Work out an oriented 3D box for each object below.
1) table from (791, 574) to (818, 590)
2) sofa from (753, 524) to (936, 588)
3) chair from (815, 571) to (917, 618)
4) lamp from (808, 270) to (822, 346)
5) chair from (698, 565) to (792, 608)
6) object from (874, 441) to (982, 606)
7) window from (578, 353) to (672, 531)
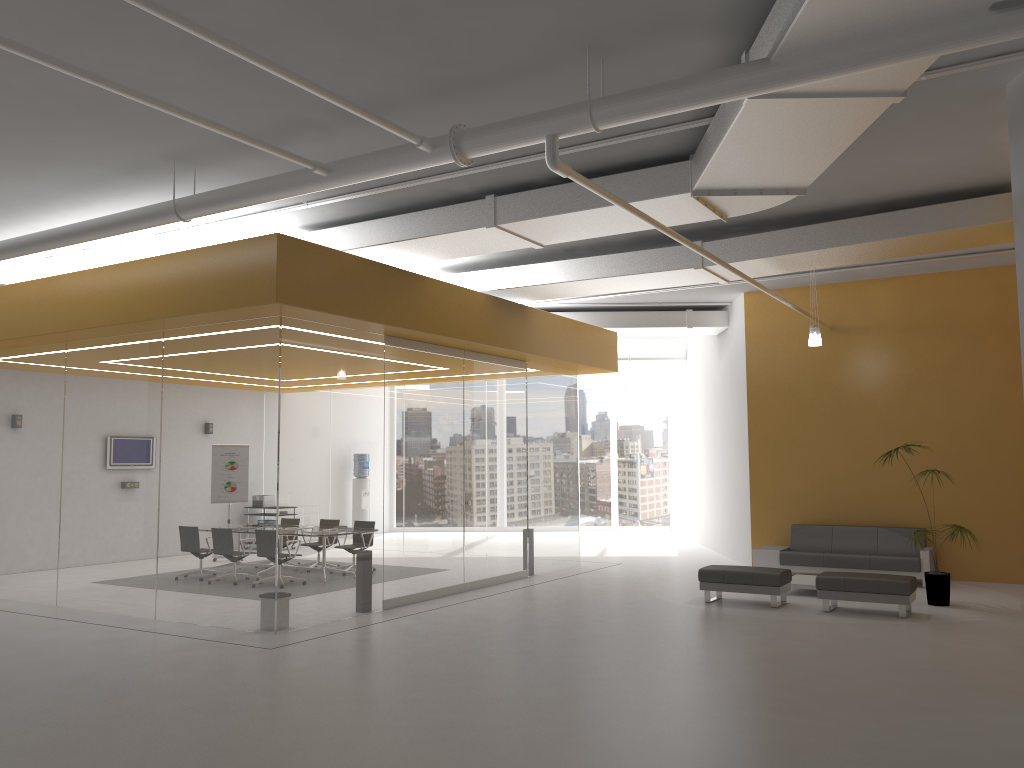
[{"bbox_3d":[4.140,2.671,11.692,1.000,0.150,1.000,-3,-6,31],"label":"table"},{"bbox_3d":[4.809,2.470,12.927,2.400,0.761,0.860,-3,-6,31],"label":"sofa"},{"bbox_3d":[4.060,2.398,10.159,1.012,0.423,0.575,-3,-6,31],"label":"chair"},{"bbox_3d":[4.083,-1.128,12.006,0.174,1.227,0.174,1,-5,-18],"label":"lamp"},{"bbox_3d":[2.866,2.472,10.902,1.012,0.423,0.575,-3,-6,31],"label":"chair"},{"bbox_3d":[5.006,1.674,10.737,0.912,1.956,1.222,1,-5,-18],"label":"object"},{"bbox_3d":[1.159,1.473,22.542,8.533,4.498,0.100,0,-5,1],"label":"window"}]
